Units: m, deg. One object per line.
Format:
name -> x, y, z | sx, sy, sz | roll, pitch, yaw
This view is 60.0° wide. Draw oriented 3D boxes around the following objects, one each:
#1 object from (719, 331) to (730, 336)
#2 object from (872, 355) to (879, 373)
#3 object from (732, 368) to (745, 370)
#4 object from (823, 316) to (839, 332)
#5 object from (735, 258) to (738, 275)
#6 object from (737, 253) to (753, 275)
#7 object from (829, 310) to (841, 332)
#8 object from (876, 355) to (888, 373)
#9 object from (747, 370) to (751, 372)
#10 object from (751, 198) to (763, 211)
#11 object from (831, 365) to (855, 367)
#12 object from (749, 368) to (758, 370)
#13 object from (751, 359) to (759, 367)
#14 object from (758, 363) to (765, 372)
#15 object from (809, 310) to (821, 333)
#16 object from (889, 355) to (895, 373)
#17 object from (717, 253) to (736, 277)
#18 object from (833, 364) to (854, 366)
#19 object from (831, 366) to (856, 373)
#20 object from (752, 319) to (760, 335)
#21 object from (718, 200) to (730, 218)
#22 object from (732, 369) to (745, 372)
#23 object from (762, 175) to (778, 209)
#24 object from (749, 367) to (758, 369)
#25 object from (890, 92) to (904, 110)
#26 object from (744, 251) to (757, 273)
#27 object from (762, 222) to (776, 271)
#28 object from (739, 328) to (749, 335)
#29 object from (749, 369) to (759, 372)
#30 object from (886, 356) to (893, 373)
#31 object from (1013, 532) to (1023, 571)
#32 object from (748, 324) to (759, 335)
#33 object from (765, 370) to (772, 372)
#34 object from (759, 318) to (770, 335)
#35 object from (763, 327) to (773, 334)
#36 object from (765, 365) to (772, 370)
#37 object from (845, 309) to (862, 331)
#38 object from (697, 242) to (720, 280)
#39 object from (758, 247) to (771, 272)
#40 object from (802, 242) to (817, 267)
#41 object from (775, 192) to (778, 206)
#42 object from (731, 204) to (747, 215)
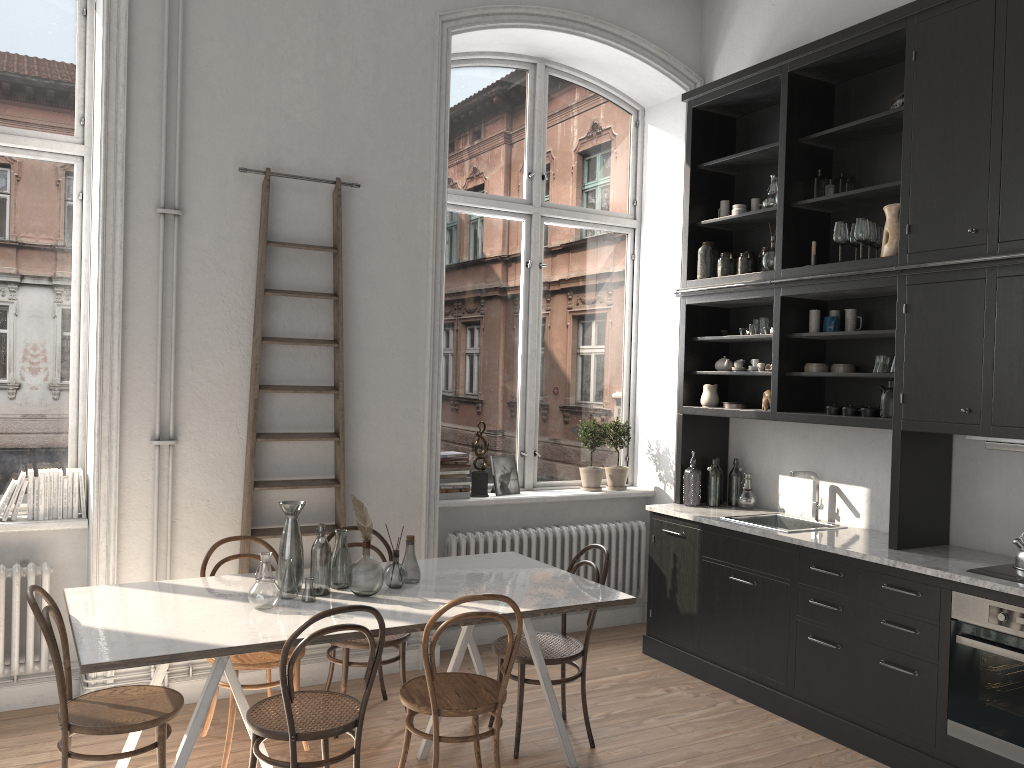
object -> 1.370, -0.318, 5.716 | 0.071, 0.047, 0.071 | 2, 1, 8
object -> 1.911, -0.102, 4.627 | 0.058, 0.094, 0.058 | 2, 1, 10
object -> 1.407, -0.089, 5.500 | 0.085, 0.015, 0.085 | 1, 0, -16
object -> 1.761, -0.324, 4.897 | 0.082, 0.093, 0.140 | 2, 1, 26
object -> 1.464, -0.727, 5.700 | 0.114, 0.155, 0.114 | 2, 1, 16
object -> 1.426, -0.723, 5.427 | 0.096, 0.150, 0.096 | 1, 1, -41
object -> 1.808, -0.345, 4.995 | 0.082, 0.135, 0.059 | 2, 1, -2
object -> 1.903, -0.101, 4.555 | 0.058, 0.094, 0.058 | 2, 1, 10
object -> 1.484, -0.080, 5.452 | 0.085, 0.015, 0.085 | 1, 1, -43
object -> 1.528, -1.090, 5.547 | 0.059, 0.135, 0.082 | 2, 1, -7
object -> 1.840, -0.085, 4.928 | 0.123, 0.036, 0.123 | 1, 1, -42
object -> 1.474, -0.086, 5.362 | 0.085, 0.015, 0.085 | 1, 1, -43
object -> 1.473, -0.124, 5.367 | 0.039, 0.055, 0.049 | 2, 1, -9
object -> 1.486, -0.098, 5.300 | 0.049, 0.054, 0.039 | 2, 1, -4
object -> 1.709, -0.347, 5.000 | 0.059, 0.135, 0.082 | 2, 1, 28
object -> 1.952, -0.131, 4.473 | 0.083, 0.158, 0.083 | 2, 1, 45
object -> 1.328, -0.729, 5.489 | 0.114, 0.155, 0.114 | 1, 1, -26
object -> 1.840, -0.092, 4.928 | 0.112, 0.036, 0.112 | 2, 0, 13
object -> 1.840, -0.077, 4.928 | 0.132, 0.038, 0.132 | 2, 0, 18
object -> 1.504, -0.343, 5.441 | 0.060, 0.107, 0.060 | 2, 1, 28
object -> 1.355, -1.096, 5.659 | 0.059, 0.135, 0.082 | 2, 1, -2
object -> 1.407, -0.082, 5.500 | 0.085, 0.015, 0.085 | 1, 0, -16
object -> 1.558, -1.130, 5.277 | 0.132, 0.219, 0.132 | 2, 1, 35
object -> 1.474, -0.092, 5.361 | 0.085, 0.016, 0.085 | 2, 0, 2
object -> 2.010, -1.430, 4.575 | 0.056, 0.121, 0.167 | 2, 1, -4
object -> 1.484, -0.735, 5.563 | 0.092, 0.184, 0.092 | 2, 1, 26
object -> 1.512, -0.822, 5.111 | 0.134, 0.357, 0.134 | 2, 1, 16
object -> 1.424, -0.315, 5.432 | 0.071, 0.047, 0.071 | 2, 1, 8
object -> 1.474, -0.079, 5.362 | 0.085, 0.015, 0.085 | 1, 1, -43
object -> 1.993, -0.100, 4.689 | 0.058, 0.094, 0.058 | 2, 1, 37
object -> 2.297, 0.719, 3.878 | 0.171, 0.186, 0.171 | 1, 1, -19
object -> 1.460, -0.324, 5.356 | 0.064, 0.069, 0.064 | 2, 1, 18
object -> 1.547, -0.077, 5.281 | 0.085, 0.015, 0.085 | 1, 1, -43
object -> 1.507, -0.341, 5.299 | 0.060, 0.107, 0.060 | 2, 1, -2
object -> 1.514, -0.311, 5.230 | 0.071, 0.047, 0.071 | 2, 1, 8
object -> 1.540, -0.095, 5.288 | 0.049, 0.041, 0.056 | 2, 1, 33
object -> 1.871, -0.342, 4.870 | 0.082, 0.135, 0.059 | 2, 1, 43
object -> 1.242, -0.773, 5.603 | 0.118, 0.238, 0.118 | 1, 1, -44
object -> 1.553, -0.736, 5.398 | 0.092, 0.184, 0.092 | 1, 1, -15
object -> 1.679, -0.718, 4.936 | 0.123, 0.161, 0.123 | 1, 1, -21
object -> 1.594, -1.189, 5.149 | 0.123, 0.340, 0.118 | 1, 1, -11
object -> 1.429, -1.074, 5.577 | 0.096, 0.095, 0.096 | 2, 1, 5
